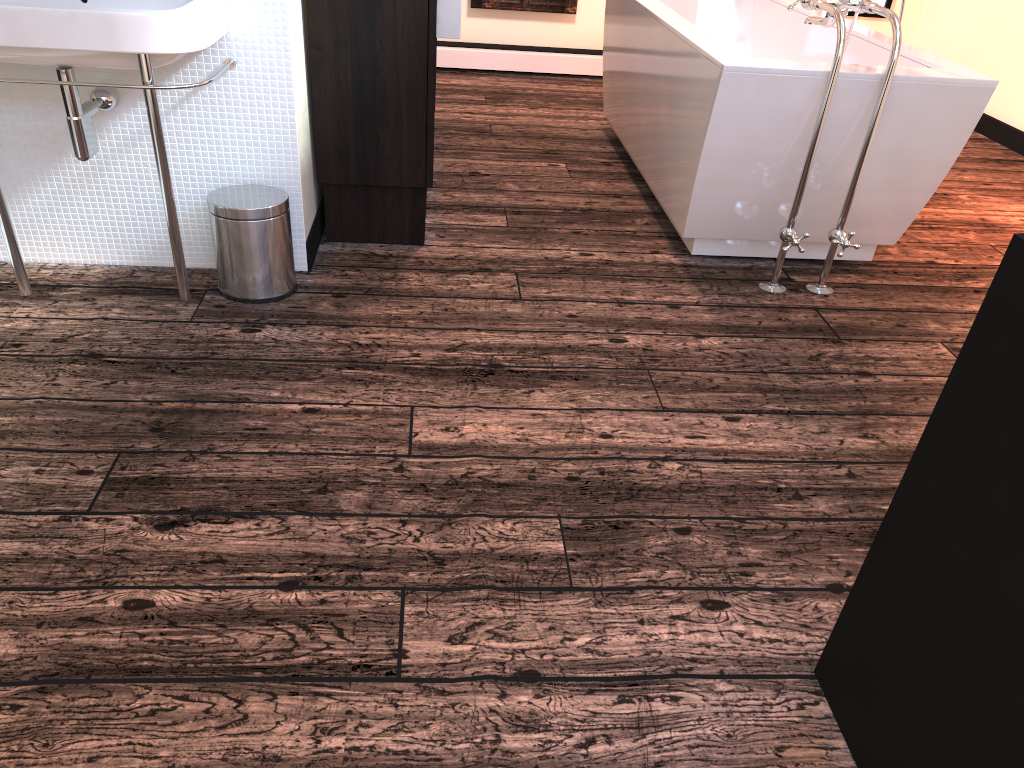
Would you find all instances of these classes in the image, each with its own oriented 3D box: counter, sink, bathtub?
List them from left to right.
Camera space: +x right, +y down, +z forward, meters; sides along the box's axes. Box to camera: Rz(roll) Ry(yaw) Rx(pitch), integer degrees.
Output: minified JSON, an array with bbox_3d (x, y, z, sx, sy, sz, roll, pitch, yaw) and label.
[{"bbox_3d":[-1.067,-0.668,2.283,0.681,0.800,0.340,1,34,-5],"label":"sink"},{"bbox_3d":[-0.414,-1.676,3.249,0.442,0.301,1.821,1,33,-5],"label":"counter"},{"bbox_3d":[0.883,-1.264,3.560,0.799,0.707,2.175,1,33,-5],"label":"bathtub"}]

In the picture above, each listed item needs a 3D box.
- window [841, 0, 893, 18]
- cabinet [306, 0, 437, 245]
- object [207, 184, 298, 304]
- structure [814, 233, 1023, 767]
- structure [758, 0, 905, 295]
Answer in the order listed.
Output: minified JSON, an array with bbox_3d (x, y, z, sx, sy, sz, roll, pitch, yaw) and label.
[{"bbox_3d":[2.155,-2.860,5.357,0.449,0.714,0.045,1,34,-5],"label":"window"},{"bbox_3d":[-0.465,-1.402,3.432,0.386,0.940,1.821,1,33,-5],"label":"cabinet"},{"bbox_3d":[-0.730,-0.440,2.503,0.221,0.312,0.220,-21,42,-33],"label":"object"},{"bbox_3d":[0.986,0.403,0.942,0.869,0.877,0.786,1,34,-5],"label":"structure"},{"bbox_3d":[0.931,-0.906,2.672,0.384,1.141,0.544,9,34,7],"label":"structure"}]
